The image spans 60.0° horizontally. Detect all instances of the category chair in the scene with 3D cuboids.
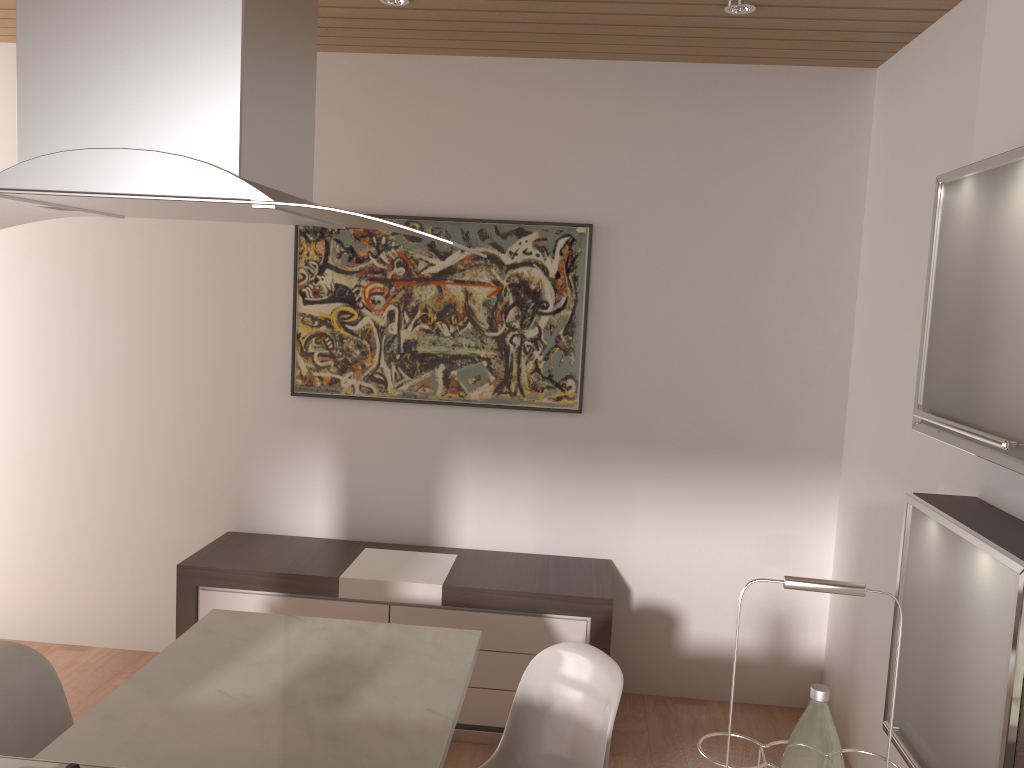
[{"bbox_3d":[-1.009,1.054,2.008,0.608,0.847,0.491,4,6,10],"label":"chair"},{"bbox_3d":[-0.059,1.091,2.119,0.608,0.847,0.491,0,6,-25],"label":"chair"}]

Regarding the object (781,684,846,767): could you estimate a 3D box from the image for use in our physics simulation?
[{"bbox_3d":[0.401,0.561,1.191,0.091,0.319,0.091,8,8,39],"label":"object"}]

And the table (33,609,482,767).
[{"bbox_3d":[-0.550,1.115,2.074,0.800,0.758,1.100,3,6,5],"label":"table"}]

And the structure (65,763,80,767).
[{"bbox_3d":[-0.446,0.660,1.170,0.797,0.047,0.494,3,6,5],"label":"structure"}]

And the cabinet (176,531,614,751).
[{"bbox_3d":[-0.458,1.032,3.672,1.740,0.608,0.540,3,6,5],"label":"cabinet"}]

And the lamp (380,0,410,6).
[{"bbox_3d":[-0.398,-1.327,3.008,0.102,0.055,0.102,5,6,21],"label":"lamp"}]

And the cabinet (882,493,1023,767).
[{"bbox_3d":[0.975,0.591,1.864,0.194,0.600,0.598,3,6,5],"label":"cabinet"}]

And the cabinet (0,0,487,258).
[{"bbox_3d":[0.176,-0.276,0.441,2.058,1.032,1.399,4,6,9],"label":"cabinet"}]

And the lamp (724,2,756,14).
[{"bbox_3d":[0.751,-1.259,2.915,0.102,0.055,0.102,5,6,21],"label":"lamp"}]

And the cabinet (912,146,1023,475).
[{"bbox_3d":[0.952,-0.156,1.774,0.172,0.600,0.619,2,6,-10],"label":"cabinet"}]

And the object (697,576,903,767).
[{"bbox_3d":[0.413,0.492,1.237,0.291,0.453,0.210,4,6,10],"label":"object"}]

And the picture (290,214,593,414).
[{"bbox_3d":[-0.316,-0.309,3.807,1.277,0.801,0.018,3,6,5],"label":"picture"}]

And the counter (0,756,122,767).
[{"bbox_3d":[0.020,0.792,0.505,2.150,0.036,1.850,3,6,5],"label":"counter"}]
